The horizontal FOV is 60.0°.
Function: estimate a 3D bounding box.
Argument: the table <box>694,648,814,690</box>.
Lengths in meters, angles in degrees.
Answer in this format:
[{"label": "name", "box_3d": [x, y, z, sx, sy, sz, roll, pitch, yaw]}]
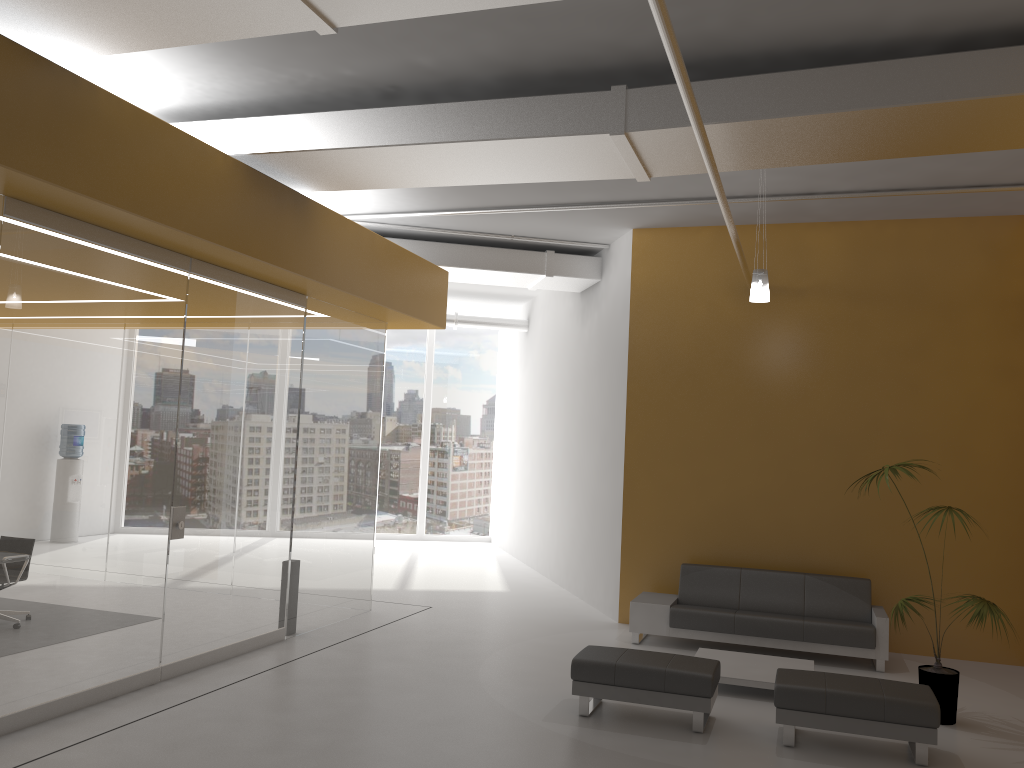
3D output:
[{"label": "table", "box_3d": [2.037, 2.469, 7.525, 1.000, 0.150, 1.000, 1, -4, 19]}]

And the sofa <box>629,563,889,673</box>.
[{"label": "sofa", "box_3d": [2.439, 2.280, 8.872, 2.400, 0.761, 0.860, 1, -4, 19]}]

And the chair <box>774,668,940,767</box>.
[{"label": "chair", "box_3d": [2.307, 2.234, 6.007, 1.012, 0.423, 0.575, 1, -4, 19]}]

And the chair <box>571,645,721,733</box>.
[{"label": "chair", "box_3d": [0.980, 2.207, 6.476, 1.012, 0.423, 0.575, 1, -4, 19]}]

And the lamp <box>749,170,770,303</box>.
[{"label": "lamp", "box_3d": [2.186, -1.333, 7.772, 0.174, 1.227, 0.174, 5, -5, -30]}]

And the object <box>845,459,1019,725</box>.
[{"label": "object", "box_3d": [3.156, 1.559, 6.766, 0.912, 1.956, 1.222, 5, -5, -31]}]

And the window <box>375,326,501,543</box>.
[{"label": "window", "box_3d": [-3.106, 0.778, 17.461, 8.533, 4.498, 0.100, 3, -4, -11]}]
